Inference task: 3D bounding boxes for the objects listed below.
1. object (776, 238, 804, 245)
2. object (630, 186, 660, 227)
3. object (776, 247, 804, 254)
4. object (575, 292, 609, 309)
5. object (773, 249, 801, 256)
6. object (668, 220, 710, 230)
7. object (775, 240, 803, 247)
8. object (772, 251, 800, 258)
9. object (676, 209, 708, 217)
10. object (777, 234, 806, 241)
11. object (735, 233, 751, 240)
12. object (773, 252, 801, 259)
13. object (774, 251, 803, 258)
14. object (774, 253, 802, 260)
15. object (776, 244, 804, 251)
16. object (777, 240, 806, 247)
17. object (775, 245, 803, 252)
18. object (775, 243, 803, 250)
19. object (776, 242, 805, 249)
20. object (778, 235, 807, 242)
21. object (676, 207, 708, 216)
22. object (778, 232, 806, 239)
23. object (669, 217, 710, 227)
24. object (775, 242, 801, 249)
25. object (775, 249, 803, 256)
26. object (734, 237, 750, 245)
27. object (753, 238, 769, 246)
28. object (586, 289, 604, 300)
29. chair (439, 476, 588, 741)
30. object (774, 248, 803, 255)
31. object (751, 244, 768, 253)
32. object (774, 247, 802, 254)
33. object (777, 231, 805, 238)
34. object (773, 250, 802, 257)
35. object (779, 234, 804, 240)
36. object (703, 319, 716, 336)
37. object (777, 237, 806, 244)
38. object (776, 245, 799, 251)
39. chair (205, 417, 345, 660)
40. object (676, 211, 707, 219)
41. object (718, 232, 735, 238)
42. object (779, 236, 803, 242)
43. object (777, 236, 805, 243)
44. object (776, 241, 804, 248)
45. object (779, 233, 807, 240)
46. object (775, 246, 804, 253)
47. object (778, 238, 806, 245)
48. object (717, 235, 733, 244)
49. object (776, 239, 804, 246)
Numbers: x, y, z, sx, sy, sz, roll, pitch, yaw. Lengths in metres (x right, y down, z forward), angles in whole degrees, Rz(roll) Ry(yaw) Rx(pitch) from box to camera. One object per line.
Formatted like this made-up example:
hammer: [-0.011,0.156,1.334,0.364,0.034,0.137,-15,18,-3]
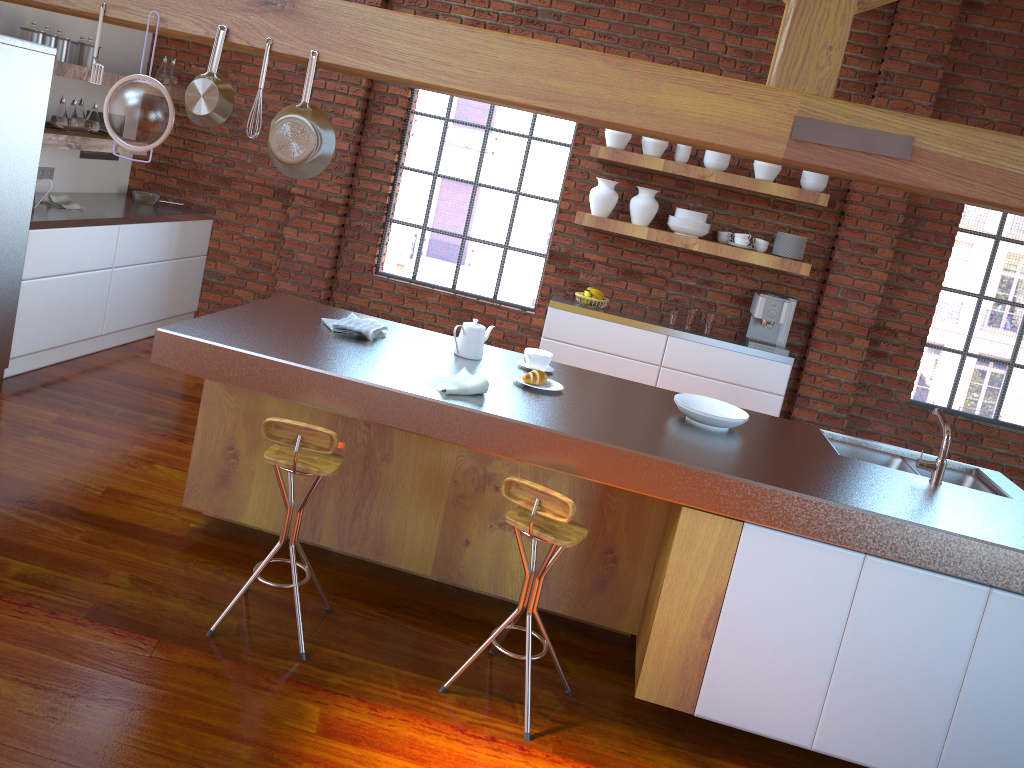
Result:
object: [1.818,-0.922,5.742,0.197,0.013,0.196,18,15,23]
object: [0.880,-1.181,5.876,0.191,0.245,0.197,9,10,-21]
object: [1.806,-0.869,5.748,0.197,0.013,0.196,18,15,23]
object: [0.541,-0.564,6.001,0.234,0.070,0.242,3,16,-35]
object: [1.802,-0.851,5.751,0.197,0.013,0.196,18,15,23]
object: [1.166,-1.032,5.832,0.280,0.054,0.289,10,14,-10]
object: [1.815,-0.908,5.743,0.197,0.013,0.196,18,15,23]
object: [1.799,-0.838,5.752,0.197,0.013,0.196,18,15,23]
object: [1.183,-1.108,5.823,0.213,0.054,0.218,12,13,-2]
object: [1.824,-0.949,5.738,0.197,0.013,0.196,18,15,23]
object: [1.498,-0.960,5.745,0.091,0.057,0.102,10,12,-10]
object: [1.798,-0.833,5.753,0.197,0.013,0.196,18,15,23]
object: [1.800,-0.842,5.752,0.197,0.013,0.196,18,15,23]
object: [1.797,-0.829,5.753,0.197,0.013,0.196,18,15,23]
object: [1.810,-0.887,5.746,0.197,0.013,0.196,18,15,23]
object: [1.816,-0.913,5.743,0.197,0.013,0.196,18,15,23]
object: [1.808,-0.878,5.747,0.197,0.013,0.196,18,15,23]
object: [1.811,-0.891,5.746,0.197,0.013,0.196,18,15,23]
object: [1.813,-0.899,5.745,0.197,0.013,0.196,18,15,23]
object: [1.823,-0.944,5.739,0.197,0.013,0.196,18,15,23]
object: [1.186,-1.118,5.822,0.213,0.054,0.218,12,13,-2]
object: [1.827,-0.962,5.737,0.197,0.013,0.196,18,15,23]
object: [1.170,-1.050,5.830,0.280,0.054,0.289,10,14,-10]
object: [1.812,-0.896,5.745,0.197,0.013,0.196,18,15,23]
object: [1.803,-0.855,5.750,0.197,0.013,0.196,18,15,23]
object: [1.497,-0.928,5.751,0.092,0.046,0.101,13,13,1]
object: [1.651,-0.930,5.830,0.102,0.057,0.092,19,14,29]
object: [0.580,-0.600,5.958,0.183,0.083,0.068,0,16,-45]
chair: [0.065,0.658,2.850,0.343,0.739,0.339,17,9,26]
object: [1.804,-0.860,5.750,0.197,0.013,0.196,18,15,23]
object: [1.642,-0.899,5.829,0.101,0.046,0.092,23,16,40]
object: [1.805,-0.865,5.749,0.197,0.013,0.196,18,15,23]
object: [1.828,-0.966,5.736,0.197,0.013,0.196,18,15,23]
object: [1.801,-0.846,5.751,0.197,0.013,0.196,18,15,23]
object: [1.825,-0.953,5.738,0.197,0.013,0.196,18,15,23]
object: [1.302,-0.374,5.841,0.079,0.102,0.078,16,10,18]
object: [1.820,-0.930,5.741,0.197,0.013,0.196,18,15,23]
object: [1.809,-0.882,5.747,0.197,0.013,0.196,18,15,23]
chair: [-0.738,0.455,2.958,0.338,0.739,0.343,13,8,1]
object: [1.181,-1.100,5.824,0.213,0.054,0.218,12,13,-2]
object: [1.427,-1.000,5.915,0.091,0.057,0.103,7,13,-24]
object: [1.822,-0.940,5.739,0.197,0.013,0.196,18,15,23]
object: [1.821,-0.935,5.740,0.197,0.013,0.196,18,15,23]
object: [1.814,-0.904,5.744,0.197,0.013,0.196,18,15,23]
object: [1.826,-0.957,5.737,0.197,0.013,0.196,18,15,23]
object: [1.807,-0.873,5.748,0.197,0.013,0.196,18,15,23]
object: [1.819,-0.926,5.741,0.197,0.013,0.196,18,15,23]
object: [1.426,-0.969,5.922,0.091,0.046,0.101,9,13,-13]
object: [1.817,-0.917,5.742,0.197,0.013,0.196,18,15,23]
